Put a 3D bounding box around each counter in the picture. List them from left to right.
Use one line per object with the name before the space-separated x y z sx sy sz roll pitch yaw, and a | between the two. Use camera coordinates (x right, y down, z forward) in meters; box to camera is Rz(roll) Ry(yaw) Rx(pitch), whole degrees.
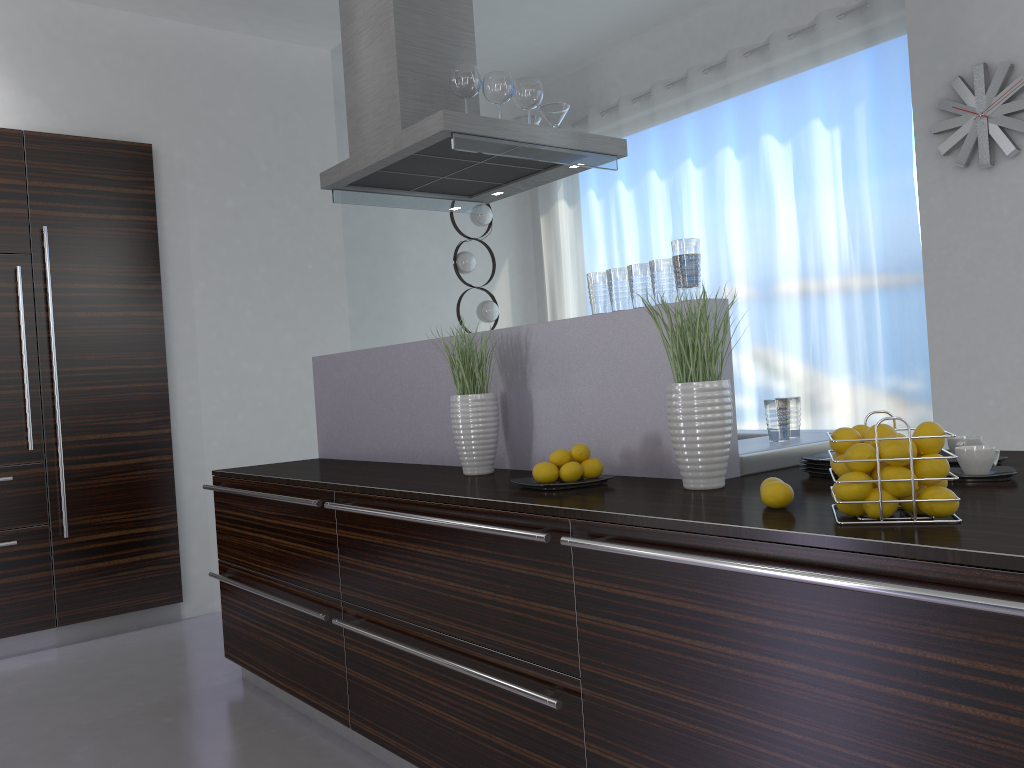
counter | 0.309 0.453 2.709 1.302 1.300 3.291 -4 0 -38

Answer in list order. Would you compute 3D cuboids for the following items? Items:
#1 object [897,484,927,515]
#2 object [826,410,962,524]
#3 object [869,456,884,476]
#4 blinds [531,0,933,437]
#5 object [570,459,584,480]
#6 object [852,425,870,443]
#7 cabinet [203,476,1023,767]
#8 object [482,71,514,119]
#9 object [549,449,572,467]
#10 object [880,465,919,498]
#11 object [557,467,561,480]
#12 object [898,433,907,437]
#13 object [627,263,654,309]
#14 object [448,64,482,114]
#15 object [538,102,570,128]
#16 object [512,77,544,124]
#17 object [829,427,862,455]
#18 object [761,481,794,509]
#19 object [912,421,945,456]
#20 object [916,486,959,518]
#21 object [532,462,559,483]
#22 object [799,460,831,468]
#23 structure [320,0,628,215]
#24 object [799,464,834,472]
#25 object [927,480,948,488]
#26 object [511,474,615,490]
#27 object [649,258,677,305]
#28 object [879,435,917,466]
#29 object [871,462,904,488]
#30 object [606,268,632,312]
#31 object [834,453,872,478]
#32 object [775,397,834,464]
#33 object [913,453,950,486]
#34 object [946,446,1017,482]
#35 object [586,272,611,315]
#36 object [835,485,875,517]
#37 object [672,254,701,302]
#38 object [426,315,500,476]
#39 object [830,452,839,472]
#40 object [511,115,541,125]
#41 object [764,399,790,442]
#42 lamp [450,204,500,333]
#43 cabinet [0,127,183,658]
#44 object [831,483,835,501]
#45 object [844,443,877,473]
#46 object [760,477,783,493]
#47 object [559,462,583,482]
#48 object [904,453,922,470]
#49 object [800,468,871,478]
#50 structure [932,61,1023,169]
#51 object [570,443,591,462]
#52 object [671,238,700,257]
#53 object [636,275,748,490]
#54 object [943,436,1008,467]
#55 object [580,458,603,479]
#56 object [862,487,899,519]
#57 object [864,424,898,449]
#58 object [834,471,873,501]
object | 0.690 0.196 1.512 0.061 0.055 0.050 -4 0 8
object | 0.652 0.138 1.536 0.189 0.174 0.207 -4 0 17
object | 0.649 0.140 1.577 0.051 0.053 0.064 -4 0 -35
blinds | 1.196 -0.525 6.003 0.120 3.112 3.245 -4 0 -38
object | 0.164 0.222 2.299 0.071 0.060 0.057 -4 0 -36
object | 0.634 0.103 1.612 0.052 0.060 0.057 -4 0 40
cabinet | 0.315 0.677 2.704 1.377 0.852 3.285 -4 0 -38
object | -0.049 -1.087 3.438 0.125 0.221 0.125 -4 0 -13
object | 0.124 0.190 2.279 0.053 0.047 0.061 -4 0 -35
object | 0.640 0.161 1.470 0.061 0.055 0.051 -4 0 31
object | 0.101 0.230 2.312 0.053 0.051 0.063 -4 0 -34
object | 0.685 0.112 1.596 0.063 0.051 0.053 -4 0 8
object | 0.349 -0.261 2.387 0.071 0.119 0.072 -4 0 2
object | -0.173 -1.079 3.341 0.125 0.221 0.125 -4 0 -13
object | 0.182 -1.080 3.743 0.137 0.174 0.137 -4 0 17
object | 0.067 -1.095 3.528 0.125 0.221 0.125 -4 0 -13
object | 0.593 0.102 1.577 0.053 0.051 0.063 -4 0 10
object | 0.502 0.211 1.680 0.053 0.051 0.063 -4 0 -34
object | 0.703 0.093 1.497 0.059 0.060 0.050 -4 0 -38
object | 0.697 0.193 1.453 0.062 0.052 0.053 -4 0 2
object | 0.086 0.226 2.255 0.060 0.058 0.070 -4 0 -39
object | 0.826 0.186 2.110 0.232 0.020 0.232 -4 0 -34
structure | -0.216 -1.452 3.779 0.915 1.231 0.981 -4 0 -38
object | 0.827 0.196 2.110 0.232 0.020 0.232 -4 0 -29
object | 0.721 0.170 1.539 0.062 0.053 0.052 -4 0 -1
object | 0.131 0.251 2.285 0.232 0.020 0.232 -4 0 -29
object | 0.399 -0.264 2.323 0.071 0.119 0.072 -4 0 2
object | 0.641 0.111 1.474 0.063 0.053 0.051 -4 0 -25
object | 0.640 0.158 1.501 0.062 0.053 0.051 -4 0 -30
object | 0.300 -0.257 2.451 0.071 0.119 0.072 -4 0 2
object | 0.597 0.147 1.556 0.062 0.053 0.052 -4 0 24
object | 0.779 0.115 2.293 0.269 0.147 0.646 -4 0 -13
object | 0.697 0.143 1.479 0.061 0.054 0.053 -4 0 8
object | 0.997 0.171 1.907 0.153 0.069 0.153 -4 0 26
object | 0.251 -0.254 2.515 0.072 0.119 0.071 -4 0 12
object | 0.599 0.198 1.537 0.074 0.063 0.064 -4 0 -17
object | 0.448 -0.267 2.259 0.071 0.119 0.072 -4 0 2
object | -0.143 0.027 2.720 0.247 0.502 0.269 -4 0 -37
object | 0.608 0.145 1.617 0.053 0.051 0.063 -4 0 21
object | 0.066 -1.072 3.892 0.137 0.174 0.137 -4 0 17
object | 0.752 0.103 2.505 0.071 0.119 0.072 -4 0 -38
lamp | -0.283 -1.179 6.199 0.367 2.370 0.180 -4 0 -44
cabinet | -3.387 0.101 3.753 3.600 2.500 0.669 -4 0 -38
object | 0.606 0.192 1.598 0.052 0.057 0.060 -4 0 -36
object | 0.591 0.126 1.503 0.053 0.052 0.061 -4 0 -25
object | 0.515 0.210 1.743 0.053 0.051 0.063 -4 0 21
object | 0.149 0.223 2.242 0.061 0.054 0.052 -4 0 29
object | 0.686 0.124 1.530 0.061 0.051 0.055 -4 0 -43
object | 0.828 0.206 2.110 0.232 0.020 0.232 -4 0 -29
structure | 2.300 -1.309 4.326 0.076 0.505 0.505 -4 0 -38
object | 0.176 0.176 2.278 0.053 0.048 0.063 -4 0 18
object | 0.446 -0.306 2.259 0.071 0.119 0.072 -4 0 2
object | 0.420 -0.010 2.032 0.269 0.502 0.247 -4 0 5
object | 1.104 0.163 2.158 0.153 0.069 0.153 -4 0 -4
object | 0.203 0.215 2.264 0.063 0.053 0.051 -4 0 3
object | 0.615 0.199 1.481 0.063 0.053 0.051 -4 0 -30
object | 0.643 0.096 1.544 0.063 0.053 0.051 -4 0 -36
object | 0.573 0.173 1.487 0.061 0.054 0.052 -4 0 29
